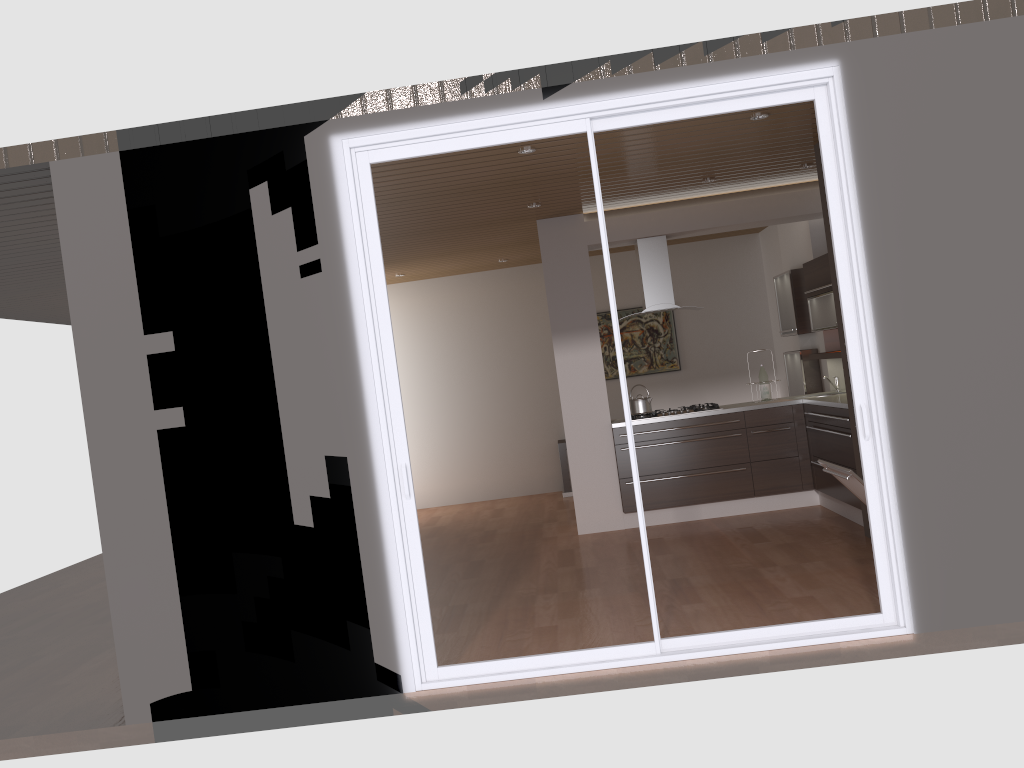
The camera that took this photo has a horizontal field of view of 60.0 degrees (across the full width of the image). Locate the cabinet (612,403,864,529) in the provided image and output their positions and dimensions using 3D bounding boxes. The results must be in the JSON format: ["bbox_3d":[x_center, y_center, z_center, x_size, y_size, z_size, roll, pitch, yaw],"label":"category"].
[{"bbox_3d":[1.946,0.664,7.043,2.150,0.870,1.850,-8,0,3],"label":"cabinet"}]

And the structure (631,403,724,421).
[{"bbox_3d":[1.393,0.237,7.698,0.797,0.047,0.494,-8,0,3],"label":"structure"}]

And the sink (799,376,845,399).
[{"bbox_3d":[2.637,0.113,7.572,0.450,0.347,0.494,-8,0,9],"label":"sink"}]

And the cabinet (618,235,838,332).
[{"bbox_3d":[1.843,-0.865,7.084,2.058,1.032,1.399,-8,0,7],"label":"cabinet"}]

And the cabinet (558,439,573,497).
[{"bbox_3d":[1.408,0.852,10.152,1.740,0.608,0.540,-8,0,3],"label":"cabinet"}]

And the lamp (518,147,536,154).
[{"bbox_3d":[0.084,-1.381,5.165,0.102,0.055,0.102,-8,0,-14],"label":"lamp"}]

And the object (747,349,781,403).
[{"bbox_3d":[2.204,-0.077,7.811,0.291,0.453,0.210,-8,0,8],"label":"object"}]

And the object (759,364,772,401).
[{"bbox_3d":[2.206,-0.012,7.758,0.091,0.319,0.091,-7,0,38],"label":"object"}]

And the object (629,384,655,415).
[{"bbox_3d":[1.096,0.128,7.596,0.221,0.251,0.221,-8,0,-4],"label":"object"}]

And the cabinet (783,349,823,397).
[{"bbox_3d":[2.764,-0.020,8.445,0.194,0.600,0.598,-8,0,3],"label":"cabinet"}]

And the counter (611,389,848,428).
[{"bbox_3d":[1.886,0.215,7.041,2.150,0.036,1.850,-8,0,3],"label":"counter"}]

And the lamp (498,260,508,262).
[{"bbox_3d":[-0.102,-1.380,9.777,0.102,0.055,0.102,-8,0,-14],"label":"lamp"}]

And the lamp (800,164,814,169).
[{"bbox_3d":[2.243,-1.677,6.754,0.102,0.055,0.102,-7,0,31],"label":"lamp"}]

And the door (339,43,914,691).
[{"bbox_3d":[0.512,-0.052,4.128,2.300,2.700,0.101,-8,0,3],"label":"door"}]

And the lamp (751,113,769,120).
[{"bbox_3d":[1.421,-1.559,5.095,0.102,0.055,0.102,-8,0,-14],"label":"lamp"}]

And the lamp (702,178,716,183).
[{"bbox_3d":[1.506,-1.579,6.792,0.102,0.055,0.102,-8,0,-25],"label":"lamp"}]

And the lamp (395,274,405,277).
[{"bbox_3d":[-1.246,-1.228,9.836,0.102,0.055,0.102,-8,0,-14],"label":"lamp"}]

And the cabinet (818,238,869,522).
[{"bbox_3d":[2.311,-0.019,5.089,1.047,1.948,1.796,-8,0,3],"label":"cabinet"}]

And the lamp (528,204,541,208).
[{"bbox_3d":[0.169,-1.401,6.861,0.102,0.055,0.102,-8,0,-14],"label":"lamp"}]

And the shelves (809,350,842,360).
[{"bbox_3d":[2.763,-0.250,6.991,0.313,0.050,1.850,-8,0,3],"label":"shelves"}]

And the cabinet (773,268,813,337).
[{"bbox_3d":[2.605,-0.756,8.425,0.172,0.600,0.619,-8,0,-11],"label":"cabinet"}]

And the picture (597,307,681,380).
[{"bbox_3d":[1.297,-0.472,10.418,1.277,0.801,0.018,-8,0,3],"label":"picture"}]
